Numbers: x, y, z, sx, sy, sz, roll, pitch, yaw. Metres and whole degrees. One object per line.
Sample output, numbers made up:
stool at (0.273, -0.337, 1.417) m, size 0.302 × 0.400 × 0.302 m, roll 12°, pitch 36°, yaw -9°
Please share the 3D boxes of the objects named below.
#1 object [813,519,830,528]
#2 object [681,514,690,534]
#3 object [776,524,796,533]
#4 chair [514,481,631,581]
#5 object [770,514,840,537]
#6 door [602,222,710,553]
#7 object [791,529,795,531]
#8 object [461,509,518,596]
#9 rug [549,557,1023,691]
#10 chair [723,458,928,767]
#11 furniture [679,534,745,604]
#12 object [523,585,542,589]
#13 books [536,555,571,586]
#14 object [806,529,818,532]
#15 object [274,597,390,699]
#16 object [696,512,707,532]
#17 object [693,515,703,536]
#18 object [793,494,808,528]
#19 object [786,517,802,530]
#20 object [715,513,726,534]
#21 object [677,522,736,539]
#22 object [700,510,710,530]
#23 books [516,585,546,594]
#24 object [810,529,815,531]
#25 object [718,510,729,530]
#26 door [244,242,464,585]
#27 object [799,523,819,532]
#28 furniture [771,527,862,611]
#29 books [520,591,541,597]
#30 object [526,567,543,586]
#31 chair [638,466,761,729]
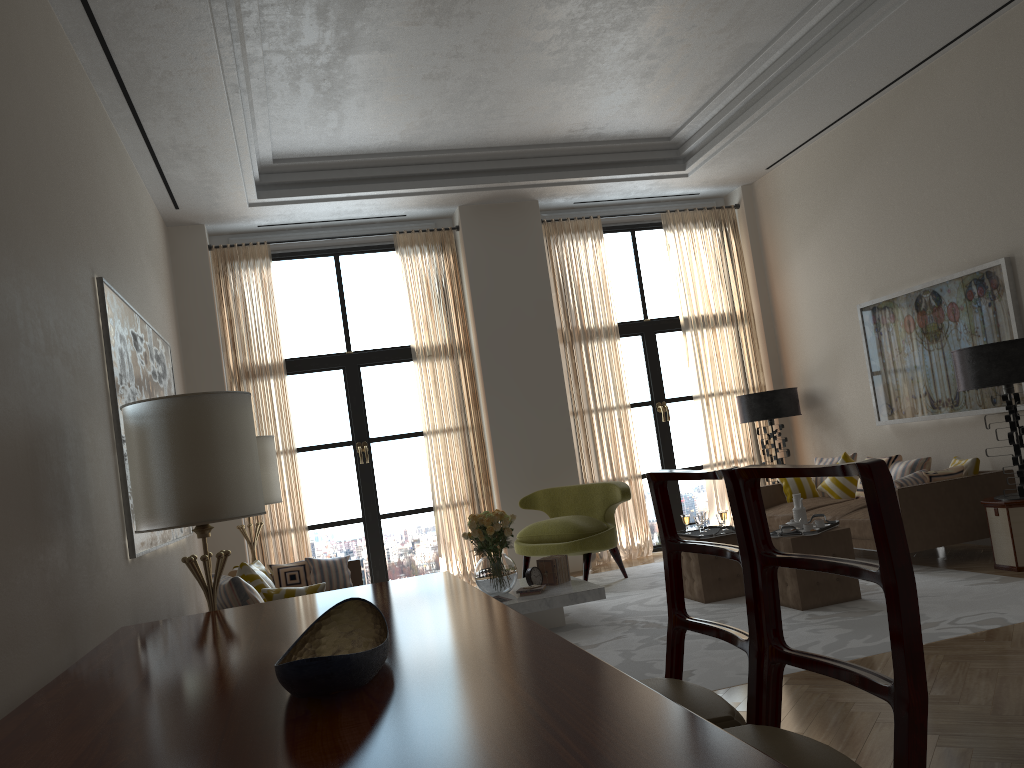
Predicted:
object at (2.724, 1.236, 7.845) m, size 0.176 × 0.067 × 0.176 m, roll -7°, pitch -5°, yaw -15°
object at (1.756, 1.406, 8.900) m, size 0.098 × 0.191 × 0.098 m, roll -6°, pitch -4°, yaw -31°
object at (2.390, 1.261, 7.737) m, size 0.175 × 0.067 × 0.176 m, roll -5°, pitch -6°, yaw -38°
chair at (0.641, 1.855, 10.626) m, size 1.795 × 1.211 × 1.028 m, roll -12°, pitch -6°, yaw 43°
object at (2.580, 1.246, 7.820) m, size 0.442 × 0.101 × 0.720 m, roll -12°, pitch -6°, yaw 40°
door at (2.115, 0.006, 12.869) m, size 3.083 × 4.760 × 0.240 m, roll -7°, pitch -3°, yaw -14°
object at (2.440, 1.269, 7.692) m, size 0.052 × 0.027 × 0.080 m, roll -11°, pitch -5°, yaw 33°
object at (-0.156, 1.626, 8.554) m, size 0.539 × 0.820 × 0.629 m, roll -7°, pitch -4°, yaw -18°
rug at (1.259, 2.131, 8.483) m, size 5.513 × 0.065 × 5.747 m, roll -7°, pitch -5°, yaw -14°
chair at (0.516, 0.988, 2.173) m, size 0.877 × 1.503 × 0.658 m, roll -7°, pitch -3°, yaw -14°
furniture at (1.985, 1.767, 8.701) m, size 0.613 × 0.615 × 0.615 m, roll -7°, pitch -4°, yaw -14°
object at (0.190, 1.902, 8.320) m, size 0.138 × 0.019 × 0.137 m, roll -5°, pitch -5°, yaw -30°
books at (0.409, 1.830, 8.724) m, size 0.211 × 0.264 × 0.281 m, roll -11°, pitch -5°, yaw 36°
object at (2.556, 1.258, 7.581) m, size 0.187 × 0.015 × 0.041 m, roll -6°, pitch -5°, yaw -27°
object at (-0.561, 0.842, 2.829) m, size 0.331 × 0.164 × 1.085 m, roll -8°, pitch -5°, yaw -3°
object at (1.906, 1.382, 8.862) m, size 0.098 × 0.191 × 0.098 m, roll -7°, pitch -4°, yaw -14°
object at (1.812, 1.370, 8.557) m, size 0.098 × 0.191 × 0.098 m, roll -9°, pitch -4°, yaw 12°
object at (2.596, 1.148, 8.011) m, size 0.113 × 0.305 × 0.125 m, roll -10°, pitch -4°, yaw 23°
object at (2.501, 1.252, 7.887) m, size 0.176 × 0.105 × 0.136 m, roll -7°, pitch -4°, yaw -18°
object at (2.000, 1.333, 8.444) m, size 0.098 × 0.191 × 0.098 m, roll -7°, pitch -4°, yaw -14°
object at (1.931, 1.425, 8.715) m, size 0.490 × 0.091 × 0.804 m, roll -7°, pitch -5°, yaw -14°
object at (1.969, 1.383, 8.990) m, size 0.098 × 0.191 × 0.098 m, roll -10°, pitch -4°, yaw 33°
books at (0.182, 1.924, 8.310) m, size 0.255 × 0.026 × 0.202 m, roll -9°, pitch -5°, yaw 11°
object at (2.568, 1.252, 7.548) m, size 0.053 × 0.025 × 0.049 m, roll -7°, pitch -4°, yaw -12°
object at (2.098, 1.345, 8.757) m, size 0.098 × 0.191 × 0.098 m, roll -9°, pitch -4°, yaw 12°
door at (-2.021, 0.514, 11.845) m, size 3.255 × 4.760 × 0.240 m, roll -7°, pitch -3°, yaw -14°
object at (2.559, 1.241, 7.649) m, size 0.176 × 0.067 × 0.176 m, roll -7°, pitch -5°, yaw -12°
furniture at (2.602, 1.603, 7.797) m, size 0.613 × 0.615 × 0.615 m, roll -7°, pitch -4°, yaw -14°
books at (0.175, 1.949, 8.306) m, size 0.197 × 0.024 × 0.256 m, roll -8°, pitch -5°, yaw 3°
object at (0.218, 1.871, 8.567) m, size 0.082 × 0.208 × 0.204 m, roll -11°, pitch -5°, yaw 37°
chair at (0.357, 1.063, 2.798) m, size 0.877 × 1.503 × 0.658 m, roll -7°, pitch -3°, yaw -14°
